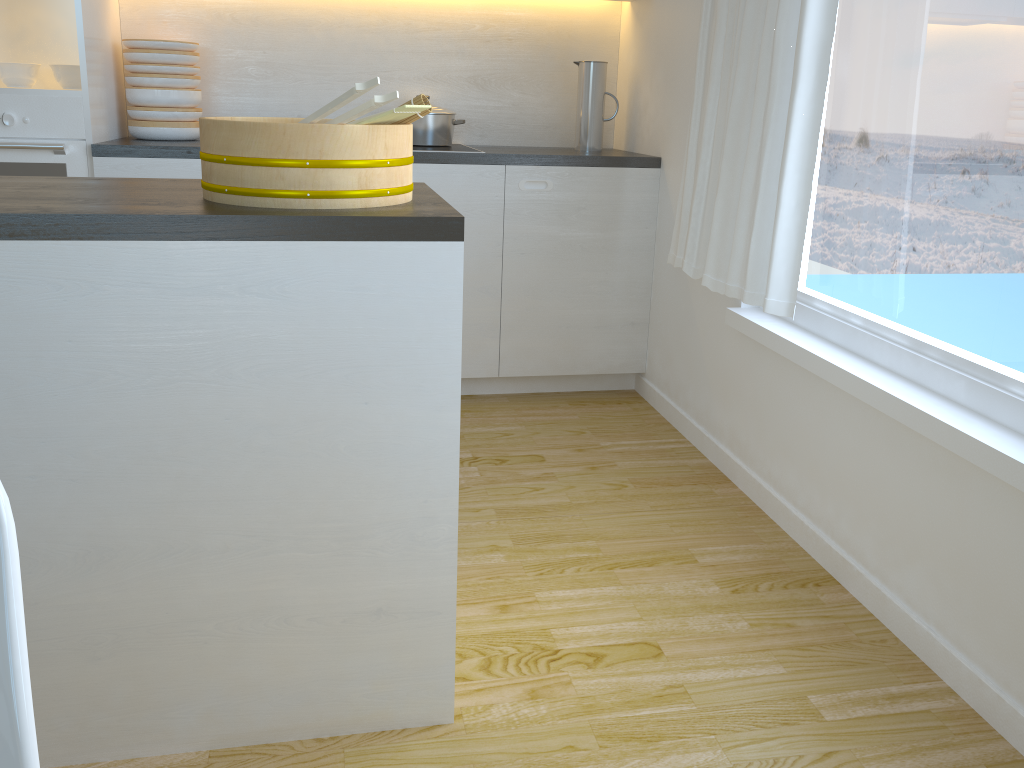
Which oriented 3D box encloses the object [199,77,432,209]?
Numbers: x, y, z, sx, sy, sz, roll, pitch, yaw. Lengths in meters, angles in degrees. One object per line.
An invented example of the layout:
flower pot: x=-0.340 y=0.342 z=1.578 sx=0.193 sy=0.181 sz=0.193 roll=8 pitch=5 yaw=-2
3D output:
object: x=-0.344 y=-0.443 z=1.601 sx=0.430 sy=0.211 sz=0.384 roll=7 pitch=18 yaw=15

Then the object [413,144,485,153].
object: x=-0.473 y=-0.916 z=3.424 sx=0.654 sy=0.013 sz=0.571 roll=-2 pitch=18 yaw=-12

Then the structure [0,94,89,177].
structure: x=-1.696 y=-0.649 z=2.919 sx=0.561 sy=0.587 sz=0.050 roll=-1 pitch=15 yaw=-12

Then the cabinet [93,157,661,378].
cabinet: x=-1.040 y=-1.166 z=3.165 sx=3.201 sy=2.266 sz=0.488 roll=-2 pitch=15 yaw=-12

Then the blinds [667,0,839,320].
blinds: x=0.657 y=-1.316 z=2.408 sx=0.150 sy=2.127 sz=0.807 roll=-1 pitch=15 yaw=-12

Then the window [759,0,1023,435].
window: x=1.115 y=-0.732 z=1.215 sx=0.088 sy=1.888 sz=2.771 roll=-1 pitch=17 yaw=-12

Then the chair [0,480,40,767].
chair: x=-0.516 y=0.534 z=0.472 sx=0.430 sy=0.888 sz=0.531 roll=4 pitch=15 yaw=7

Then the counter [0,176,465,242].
counter: x=-1.312 y=-0.306 z=1.469 sx=2.401 sy=0.039 sz=0.610 roll=-2 pitch=18 yaw=-12

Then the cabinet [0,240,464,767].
cabinet: x=-1.328 y=0.147 z=1.586 sx=2.401 sy=0.896 sz=0.610 roll=-2 pitch=16 yaw=-12

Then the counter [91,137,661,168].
counter: x=-0.477 y=-0.898 z=3.425 sx=2.001 sy=0.039 sz=0.610 roll=-2 pitch=18 yaw=-12
